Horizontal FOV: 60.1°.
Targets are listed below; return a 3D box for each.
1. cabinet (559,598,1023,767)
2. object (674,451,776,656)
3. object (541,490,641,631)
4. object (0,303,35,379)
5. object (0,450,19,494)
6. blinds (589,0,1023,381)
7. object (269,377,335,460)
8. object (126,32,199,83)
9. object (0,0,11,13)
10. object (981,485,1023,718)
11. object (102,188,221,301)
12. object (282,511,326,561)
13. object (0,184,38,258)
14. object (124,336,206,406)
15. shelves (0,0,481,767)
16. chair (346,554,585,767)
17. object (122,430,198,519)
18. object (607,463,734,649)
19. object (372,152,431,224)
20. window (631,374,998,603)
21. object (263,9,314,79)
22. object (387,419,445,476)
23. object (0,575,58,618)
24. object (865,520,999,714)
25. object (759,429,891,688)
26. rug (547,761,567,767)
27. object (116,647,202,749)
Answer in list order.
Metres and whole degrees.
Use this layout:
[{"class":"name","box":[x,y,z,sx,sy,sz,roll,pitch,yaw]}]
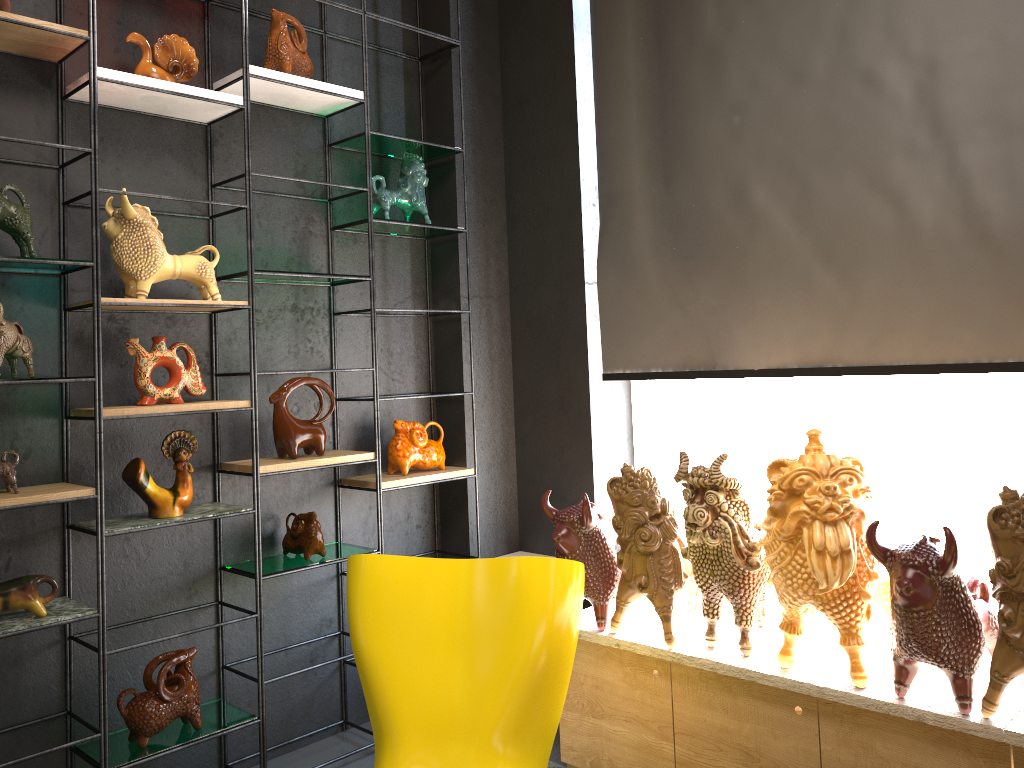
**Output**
[{"class":"cabinet","box":[1.240,1.021,2.088,2.724,0.531,0.404,-1,0,44]},{"class":"object","box":[0.653,0.480,2.628,0.271,0.581,0.430,-4,-2,37]},{"class":"object","box":[0.310,0.554,2.936,0.463,0.442,0.219,-2,-2,-41]},{"class":"object","box":[-1.447,-0.151,2.470,0.131,0.281,0.207,-2,-1,2]},{"class":"object","box":[-1.477,0.213,2.470,0.183,0.211,0.096,-1,-2,-43]},{"class":"blinds","box":[-1.092,-0.897,4.378,3.525,3.316,12.685,-2,1,-25]},{"class":"object","box":[-0.763,0.120,3.187,0.114,0.291,0.249,-5,-2,44]},{"class":"object","box":[-1.145,-1.060,2.908,0.233,0.210,0.107,-2,-2,-29]},{"class":"object","box":[-1.518,-1.162,2.531,0.164,0.267,0.237,-3,-1,16]},{"class":"object","box":[1.284,0.494,2.055,0.475,0.547,0.248,-1,-2,-38]},{"class":"object","box":[-1.125,-0.432,2.848,0.369,0.353,0.174,-2,-2,-41]},{"class":"object","box":[-0.756,0.538,3.188,0.210,0.169,0.105,-3,-2,44]},{"class":"object","box":[-1.490,-0.525,2.490,0.255,0.357,0.167,-1,-2,-41]},{"class":"object","box":[-1.117,-0.043,2.860,0.267,0.224,0.060,-2,-2,-45]},{"class":"shelves","box":[-1.322,-0.585,2.697,0.274,3.920,2.993,-5,-3,44]},{"class":"chair","box":[-0.177,0.896,2.146,0.657,0.899,1.068,-3,-1,14]},{"class":"object","box":[-1.107,0.285,2.816,0.123,0.271,0.227,-4,-2,44]},{"class":"object","box":[0.518,0.509,2.801,0.475,0.547,0.248,-1,-2,-38]},{"class":"object","box":[-0.459,-0.801,3.596,0.151,0.333,0.289,-4,-2,37]},{"class":"window","box":[1.314,-0.871,3.094,2.303,3.177,0.051,-4,-3,44]},{"class":"object","box":[-0.815,-1.214,3.254,0.126,0.250,0.253,-3,-1,14]},{"class":"object","box":[-0.381,0.247,3.565,0.138,0.223,0.278,-4,-2,45]},{"class":"object","box":[-1.420,0.546,2.449,0.309,0.236,0.155,-2,-1,-42]},{"class":"object","box":[1.077,0.540,2.190,0.463,0.442,0.219,-2,-2,-41]},{"class":"object","box":[0.871,0.441,2.398,0.469,0.657,0.306,-1,-2,-41]},{"class":"rug","box":[0.554,1.332,1.119,3.588,0.010,2.191,-1,2,44]},{"class":"object","box":[-1.096,0.972,2.746,0.126,0.250,0.253,-4,-2,44]}]
